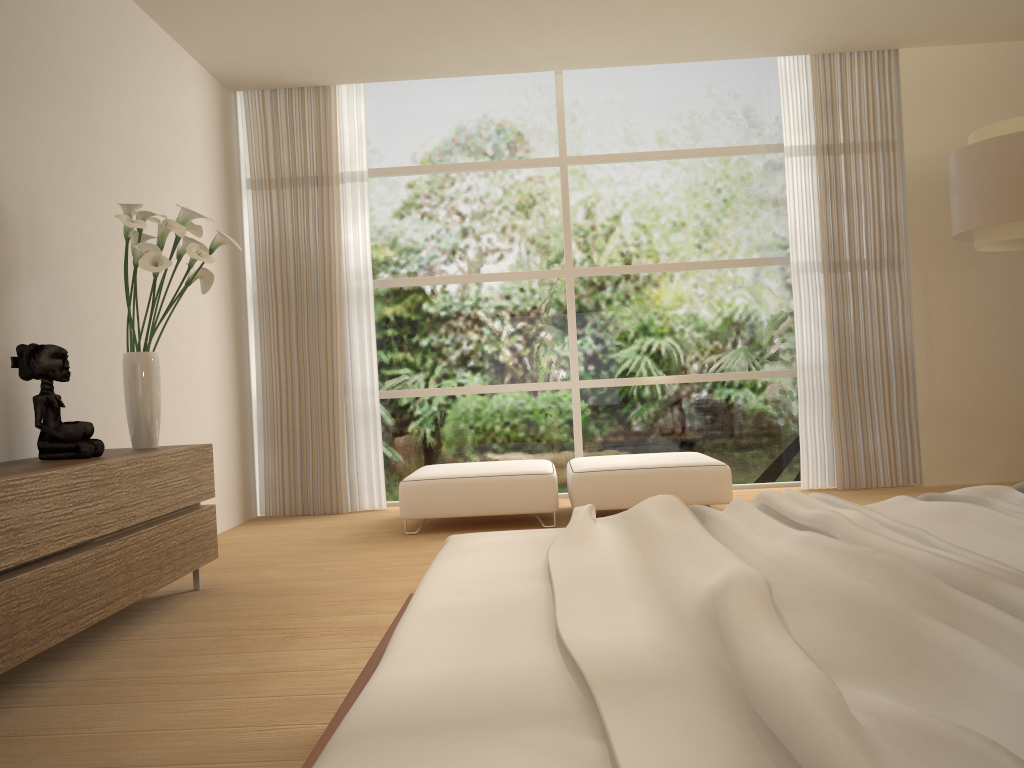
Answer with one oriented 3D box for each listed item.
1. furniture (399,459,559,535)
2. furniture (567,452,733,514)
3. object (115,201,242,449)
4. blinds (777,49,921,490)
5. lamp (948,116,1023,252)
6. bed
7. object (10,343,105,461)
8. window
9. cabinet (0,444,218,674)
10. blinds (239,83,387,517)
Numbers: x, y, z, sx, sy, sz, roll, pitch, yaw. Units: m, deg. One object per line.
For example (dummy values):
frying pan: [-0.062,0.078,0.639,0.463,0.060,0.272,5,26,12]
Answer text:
furniture: [-0.188,0.706,5.737,0.965,0.346,0.964,-3,0,2]
furniture: [0.846,0.651,5.705,0.965,0.346,0.964,-3,0,2]
object: [-1.494,-0.266,3.897,0.515,1.085,0.608,-3,0,-40]
blinds: [2.396,-0.934,6.320,0.814,3.351,0.202,-3,0,1]
lamp: [2.680,-0.288,4.476,0.817,2.018,0.817,-3,0,45]
bed: [0.925,0.520,1.446,2.535,0.570,2.599,-3,0,2]
object: [-1.736,0.064,3.410,0.282,0.453,0.181,-3,0,2]
window: [0.429,-0.836,6.690,4.781,3.371,0.071,-3,0,2]
cabinet: [-1.719,0.617,2.255,0.588,0.662,3.713,-3,0,2]
blinds: [-1.478,-0.726,6.492,0.950,3.352,0.211,-3,0,0]
